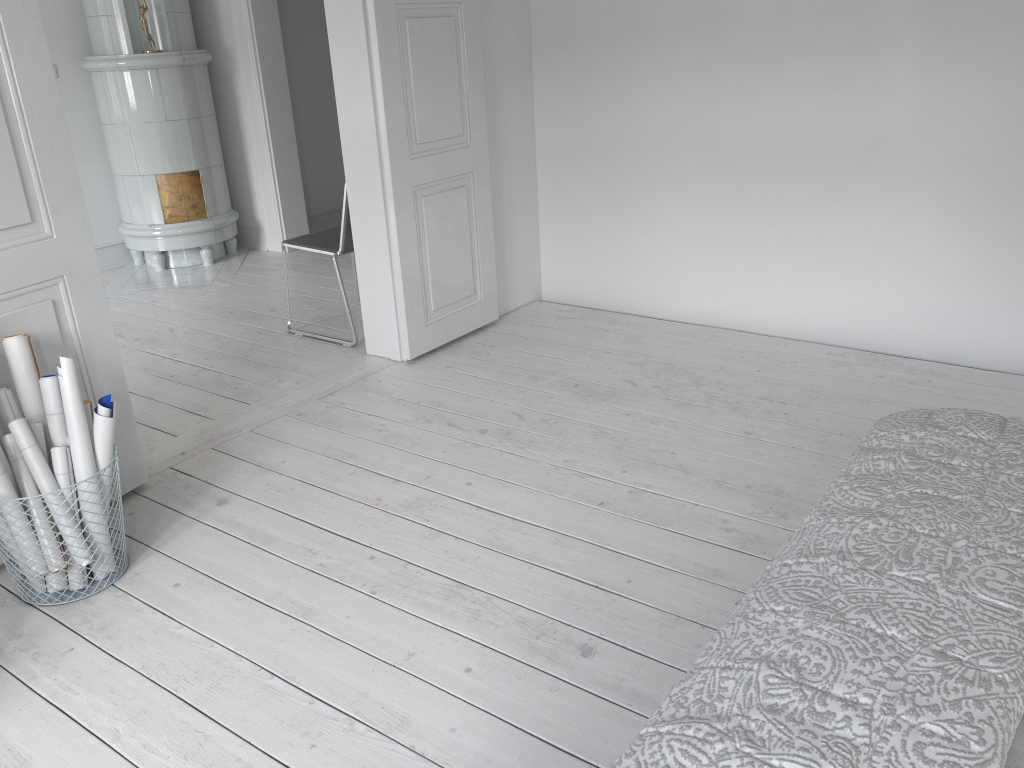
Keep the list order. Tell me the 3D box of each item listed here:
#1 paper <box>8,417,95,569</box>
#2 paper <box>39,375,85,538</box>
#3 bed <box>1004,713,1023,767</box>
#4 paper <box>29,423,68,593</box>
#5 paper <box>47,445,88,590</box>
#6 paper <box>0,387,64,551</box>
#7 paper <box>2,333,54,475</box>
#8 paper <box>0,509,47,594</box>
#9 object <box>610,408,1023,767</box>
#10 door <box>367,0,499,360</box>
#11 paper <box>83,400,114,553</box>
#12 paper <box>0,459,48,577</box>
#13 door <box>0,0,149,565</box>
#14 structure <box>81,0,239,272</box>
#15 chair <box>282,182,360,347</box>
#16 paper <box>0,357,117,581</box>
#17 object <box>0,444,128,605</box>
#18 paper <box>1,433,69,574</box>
[{"bbox_3d":[-1.244,0.296,2.400,0.244,0.402,0.049,14,28,36],"label":"paper"},{"bbox_3d":[-1.257,0.247,2.513,0.060,0.552,0.153,-6,22,-7],"label":"paper"},{"bbox_3d":[1.236,0.456,0.838,2.177,1.167,1.890,13,27,34],"label":"bed"},{"bbox_3d":[-1.283,0.337,2.432,0.054,0.431,0.253,-10,23,-16],"label":"paper"},{"bbox_3d":[-1.228,0.357,2.463,0.078,0.389,0.234,-12,24,-21],"label":"paper"},{"bbox_3d":[-1.331,0.275,2.486,0.200,0.541,0.047,15,28,37],"label":"paper"},{"bbox_3d":[-1.324,0.186,2.528,0.073,0.668,0.181,-16,25,-28],"label":"paper"},{"bbox_3d":[-1.361,0.333,2.334,0.166,0.546,0.046,-15,25,-27],"label":"paper"},{"bbox_3d":[0.560,0.323,1.326,0.405,0.104,1.461,12,27,34],"label":"object"},{"bbox_3d":[-0.335,-1.296,3.781,0.034,2.323,0.667,12,27,34],"label":"door"},{"bbox_3d":[-1.213,0.275,2.564,0.057,0.464,0.123,0,22,9],"label":"paper"},{"bbox_3d":[-1.312,0.340,2.337,0.129,0.360,0.047,7,24,24],"label":"paper"},{"bbox_3d":[-1.457,-0.631,2.297,0.034,2.323,0.678,8,24,26],"label":"door"},{"bbox_3d":[-2.331,-2.136,5.645,0.787,2.740,0.788,4,23,18],"label":"structure"},{"bbox_3d":[-0.805,-0.678,4.424,0.525,0.796,0.562,12,27,34],"label":"chair"},{"bbox_3d":[-1.293,0.170,2.398,0.431,0.793,0.181,-7,22,-9],"label":"paper"},{"bbox_3d":[-1.258,0.382,2.464,0.374,0.350,0.375,14,27,36],"label":"object"},{"bbox_3d":[-1.288,0.321,2.394,0.047,0.358,0.240,-20,27,-35],"label":"paper"}]
